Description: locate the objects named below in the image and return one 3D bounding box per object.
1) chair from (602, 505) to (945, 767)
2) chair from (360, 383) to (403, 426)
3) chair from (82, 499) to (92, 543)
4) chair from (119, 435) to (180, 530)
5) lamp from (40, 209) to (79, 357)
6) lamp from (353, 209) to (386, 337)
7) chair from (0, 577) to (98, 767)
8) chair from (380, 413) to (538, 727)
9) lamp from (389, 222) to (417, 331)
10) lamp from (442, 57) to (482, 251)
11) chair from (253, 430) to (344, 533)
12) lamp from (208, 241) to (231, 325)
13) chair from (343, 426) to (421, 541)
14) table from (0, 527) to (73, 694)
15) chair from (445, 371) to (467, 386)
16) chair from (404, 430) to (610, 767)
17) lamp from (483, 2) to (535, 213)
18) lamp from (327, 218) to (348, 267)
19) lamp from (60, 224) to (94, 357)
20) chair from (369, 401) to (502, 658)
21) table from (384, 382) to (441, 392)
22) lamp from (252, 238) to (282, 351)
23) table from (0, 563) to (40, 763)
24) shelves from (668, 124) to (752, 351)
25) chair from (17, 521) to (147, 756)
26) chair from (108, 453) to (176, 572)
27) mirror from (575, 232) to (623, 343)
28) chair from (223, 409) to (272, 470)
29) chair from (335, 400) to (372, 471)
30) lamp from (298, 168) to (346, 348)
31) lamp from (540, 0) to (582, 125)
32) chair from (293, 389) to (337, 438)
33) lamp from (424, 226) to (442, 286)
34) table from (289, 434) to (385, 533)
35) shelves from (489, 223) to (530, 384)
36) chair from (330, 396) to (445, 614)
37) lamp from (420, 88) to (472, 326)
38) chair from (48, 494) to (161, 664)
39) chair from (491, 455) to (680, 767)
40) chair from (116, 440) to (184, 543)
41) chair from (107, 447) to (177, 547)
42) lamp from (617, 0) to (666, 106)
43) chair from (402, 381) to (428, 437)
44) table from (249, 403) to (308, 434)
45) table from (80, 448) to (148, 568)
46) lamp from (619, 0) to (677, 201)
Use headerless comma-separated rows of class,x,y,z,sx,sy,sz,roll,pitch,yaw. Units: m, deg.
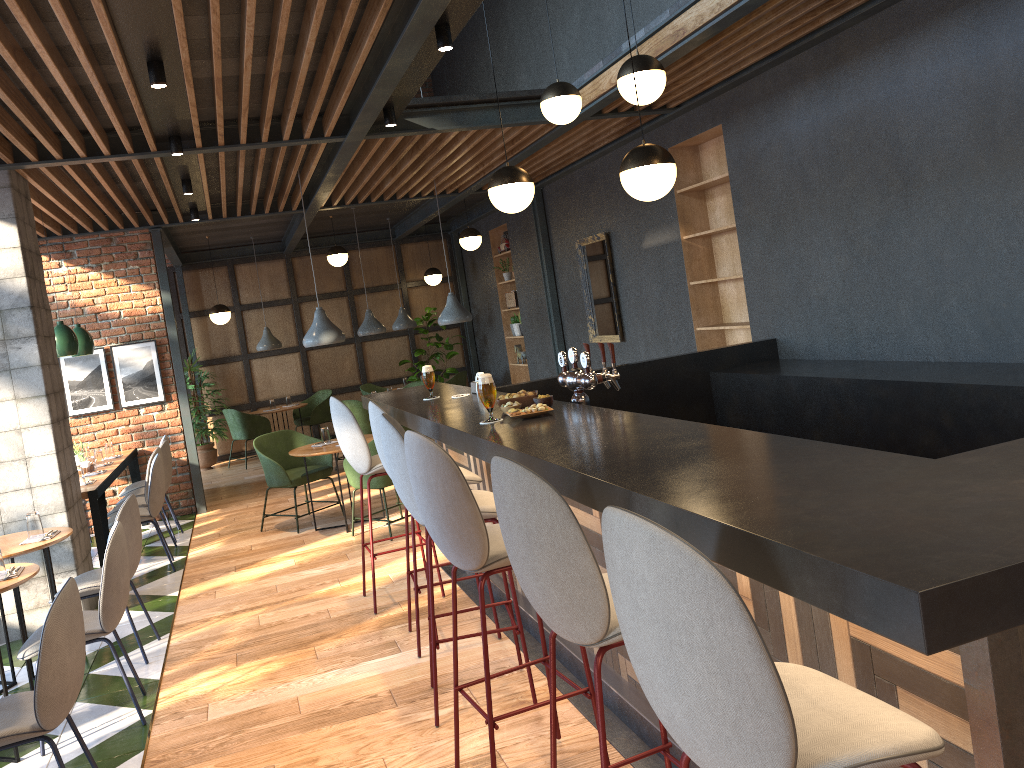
chair,0.491,0.777,1.549,0.509,1.241,0.418,-9,3,-18
chair,-1.836,0.376,12.753,0.514,0.817,0.641,-8,3,14
chair,-4.158,1.097,8.062,0.508,0.886,0.418,-9,3,-11
chair,-3.453,0.963,8.383,0.509,0.886,0.418,-10,3,-21
lamp,-3.910,-1.230,7.424,0.224,2.018,0.224,-9,2,-14
lamp,-2.056,-2.823,10.830,0.352,4.482,0.354,-8,2,18
chair,-1.704,1.160,3.044,0.509,0.886,0.418,-9,3,-16
chair,-0.211,0.698,3.699,0.508,1.241,0.419,-9,2,-6
lamp,-1.853,-2.996,12.483,0.352,4.482,0.354,-8,2,18
lamp,-0.753,-3.442,10.359,0.267,3.787,0.269,-6,3,45
chair,-1.874,0.817,7.718,0.513,0.817,0.641,-6,4,38
lamp,-4.073,-2.646,11.502,0.267,3.787,0.269,-8,2,26
chair,-0.969,0.743,6.991,0.513,0.817,0.641,-6,4,43
table,-2.672,1.231,4.738,0.700,0.745,0.700,-9,3,-7
chair,-0.864,0.257,12.434,0.514,0.817,0.641,-8,3,19
chair,-0.020,0.722,2.958,0.509,1.241,0.418,-10,3,-21
lamp,-0.268,-2.852,5.015,0.269,3.787,0.268,-9,2,-15
lamp,-2.505,-3.378,11.314,0.269,3.787,0.267,-10,3,-38
lamp,-4.179,-1.263,8.274,0.224,2.018,0.224,-9,2,-14
chair,-0.381,0.657,4.465,0.508,1.241,0.418,-9,2,-12
table,-1.361,0.383,12.606,0.809,0.686,0.807,-10,4,-17
lamp,-3.713,-2.696,12.267,0.352,4.482,0.354,-8,2,18
table,-2.403,1.263,3.889,0.698,0.745,0.703,-7,4,25
shelves,1.753,-0.620,7.016,0.285,2.701,0.836,-9,2,-17
chair,-1.968,1.115,4.024,0.509,0.886,0.418,-10,3,-21
chair,-2.885,1.015,6.786,0.509,0.886,0.418,-10,3,-21
mirror,0.890,-0.963,9.011,0.061,1.084,0.768,-9,3,-17
chair,-3.574,0.698,12.067,0.517,0.817,0.637,-11,4,-42
chair,-1.796,0.561,10.543,0.637,0.817,0.517,-7,3,28
lamp,-1.894,-2.542,7.296,0.352,4.482,0.354,-8,2,18
lamp,0.053,-3.545,5.637,0.269,3.787,0.268,-9,2,-12
chair,-2.840,0.526,12.778,0.517,0.817,0.637,-11,4,-42
lamp,-1.437,-3.335,13.103,0.267,3.787,0.269,-8,2,26
table,-1.403,0.838,7.409,0.806,0.686,0.810,-8,4,13
shelves,0.136,-0.816,12.113,0.285,2.701,0.836,-9,2,-17
chair,-0.730,0.644,5.223,0.509,1.241,0.418,-9,3,-17
lamp,-0.907,-2.829,8.899,0.352,4.482,0.354,-8,2,18
chair,-2.265,1.087,4.864,0.508,0.886,0.418,-9,3,-11
chair,0.282,0.748,2.252,0.509,1.241,0.418,-10,3,-19
chair,-3.250,0.976,7.874,0.508,0.886,0.418,-9,3,-11
chair,-3.097,1.001,7.320,0.508,0.886,0.418,-9,3,-11
lamp,0.450,-3.410,4.811,0.267,3.787,0.269,-7,3,37
chair,-1.270,0.405,11.423,0.637,0.817,0.517,-7,4,33
table,-3.216,0.680,12.412,0.805,0.686,0.811,-7,4,22
table,-3.586,1.124,7.460,0.659,0.764,2.773,-10,5,-17
lamp,0.383,-2.741,4.142,0.269,3.787,0.268,-10,2,-27
